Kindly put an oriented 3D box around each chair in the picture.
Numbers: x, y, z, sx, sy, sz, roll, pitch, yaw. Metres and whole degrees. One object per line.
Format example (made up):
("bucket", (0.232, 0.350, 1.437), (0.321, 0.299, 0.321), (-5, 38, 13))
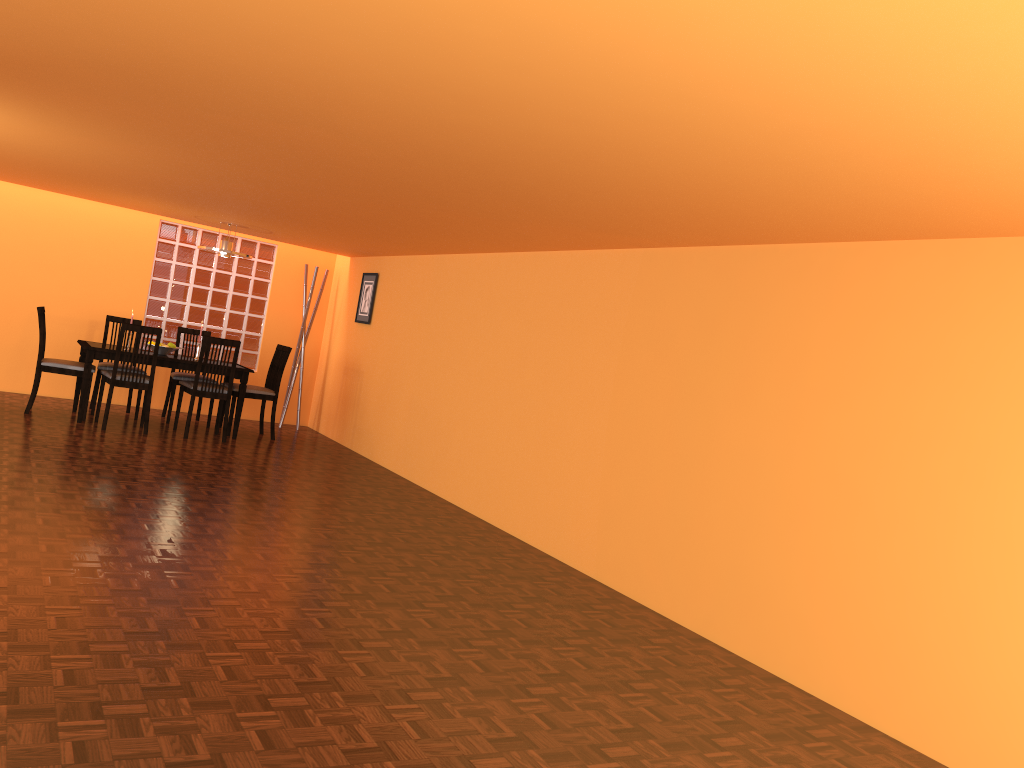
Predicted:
("chair", (-2.882, -0.055, 6.696), (0.373, 0.809, 0.465), (9, 2, -30))
("chair", (-3.256, -0.142, 7.359), (0.373, 0.809, 0.465), (9, 2, -30))
("chair", (-2.763, -0.063, 7.648), (0.373, 0.809, 0.465), (9, 2, -30))
("chair", (-2.389, 0.023, 6.985), (0.373, 0.809, 0.465), (9, 2, -30))
("chair", (-2.192, 0.041, 7.531), (0.465, 0.809, 0.373), (9, 2, -35))
("chair", (-3.446, -0.158, 6.804), (0.465, 0.809, 0.373), (9, 2, -25))

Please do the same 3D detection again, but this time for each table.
("table", (-2.833, 0.054, 7.146), (1.259, 0.584, 0.697), (9, 2, -30))

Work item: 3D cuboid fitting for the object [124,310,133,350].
("object", (-2.979, -0.427, 6.921), (0.044, 0.326, 0.044), (9, 2, -41))

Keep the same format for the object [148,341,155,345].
("object", (-2.864, -0.317, 7.046), (0.046, 0.046, 0.055), (12, 2, 43))

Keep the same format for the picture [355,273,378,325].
("picture", (-1.300, -0.765, 7.912), (0.014, 0.456, 0.361), (9, 2, -30))

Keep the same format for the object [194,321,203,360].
("object", (-2.557, -0.363, 7.266), (0.044, 0.326, 0.044), (9, 2, -41))

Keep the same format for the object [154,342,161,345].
("object", (-2.853, -0.298, 7.139), (0.087, 0.076, 0.089), (9, 2, -24))

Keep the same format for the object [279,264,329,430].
("object", (-2.008, -0.349, 8.506), (0.226, 1.589, 0.308), (10, 2, -8))

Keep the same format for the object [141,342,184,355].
("object", (-2.818, -0.276, 7.127), (0.337, 0.072, 0.337), (11, 2, 26))

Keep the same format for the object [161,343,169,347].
("object", (-2.769, -0.288, 7.087), (0.055, 0.070, 0.066), (12, 2, 41))

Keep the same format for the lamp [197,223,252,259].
("lamp", (-2.335, -1.176, 7.267), (0.435, 0.274, 0.435), (10, 2, -8))

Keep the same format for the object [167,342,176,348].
("object", (-2.751, -0.301, 7.164), (0.069, 0.066, 0.069), (9, 2, -20))
